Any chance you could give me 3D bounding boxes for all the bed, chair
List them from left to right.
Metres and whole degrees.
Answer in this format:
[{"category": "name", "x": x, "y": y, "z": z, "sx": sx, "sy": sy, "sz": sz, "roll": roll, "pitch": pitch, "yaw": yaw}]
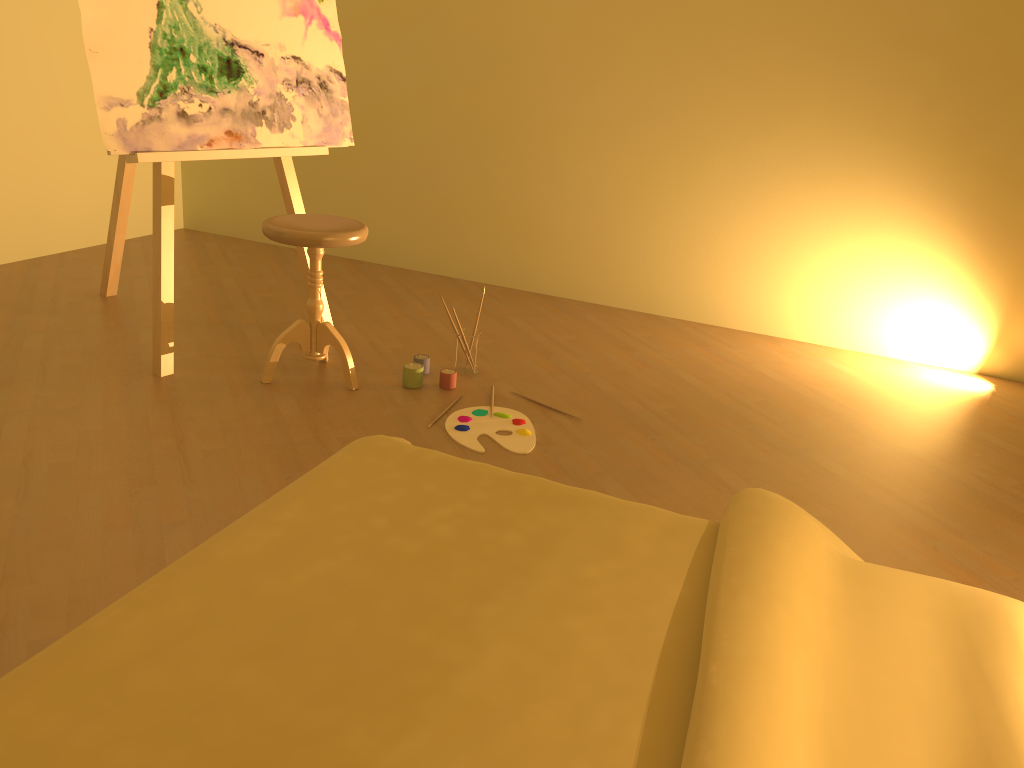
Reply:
[{"category": "chair", "x": -0.675, "y": -0.281, "z": 3.061, "sx": 0.364, "sy": 0.551, "sz": 0.348, "roll": 17, "pitch": 23, "yaw": 29}, {"category": "bed", "x": 0.545, "y": 0.445, "z": 0.924, "sx": 2.378, "sy": 0.894, "sz": 1.286, "roll": 12, "pitch": 22, "yaw": 19}]

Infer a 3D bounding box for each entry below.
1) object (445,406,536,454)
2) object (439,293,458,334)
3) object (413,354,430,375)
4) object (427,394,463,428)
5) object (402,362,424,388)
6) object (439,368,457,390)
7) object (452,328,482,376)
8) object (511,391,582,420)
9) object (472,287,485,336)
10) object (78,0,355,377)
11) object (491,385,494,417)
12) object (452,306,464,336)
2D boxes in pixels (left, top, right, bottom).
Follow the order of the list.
[{"category": "object", "x": -0.071, "y": 0.139, "z": 2.856, "sx": 0.288, "sy": 0.014, "sz": 0.366, "roll": 2, "pitch": 21, "yaw": -8}, {"category": "object", "x": -0.205, "y": -0.187, "z": 3.301, "sx": 0.159, "sy": 0.286, "sz": 0.010, "roll": 11, "pitch": 21, "yaw": 14}, {"category": "object", "x": -0.336, "y": -0.072, "z": 3.291, "sx": 0.060, "sy": 0.060, "sz": 0.060, "roll": 7, "pitch": 20, "yaw": 4}, {"category": "object", "x": -0.221, "y": 0.087, "z": 2.964, "sx": 0.010, "sy": 0.010, "sz": 0.325, "roll": 11, "pitch": 21, "yaw": 14}, {"category": "object", "x": -0.352, "y": -0.030, "z": 3.152, "sx": 0.073, "sy": 0.073, "sz": 0.073, "roll": 14, "pitch": 22, "yaw": 23}, {"category": "object", "x": -0.229, "y": -0.017, "z": 3.169, "sx": 0.060, "sy": 0.060, "sz": 0.060, "roll": 6, "pitch": 20, "yaw": 2}, {"category": "object", "x": -0.171, "y": -0.120, "z": 3.319, "sx": 0.106, "sy": 0.157, "sz": 0.106, "roll": 2, "pitch": 21, "yaw": -8}, {"category": "object", "x": 0.115, "y": 0.072, "z": 3.085, "sx": 0.325, "sy": 0.010, "sz": 0.010, "roll": 22, "pitch": 26, "yaw": 37}, {"category": "object", "x": -0.138, "y": -0.208, "z": 3.329, "sx": 0.069, "sy": 0.319, "sz": 0.010, "roll": -13, "pitch": 27, "yaw": -40}, {"category": "object", "x": -1.209, "y": -1.014, "z": 3.136, "sx": 1.132, "sy": 1.896, "sz": 0.972, "roll": 6, "pitch": 20, "yaw": 2}, {"category": "object", "x": -0.069, "y": 0.055, "z": 3.080, "sx": 0.010, "sy": 0.015, "sz": 0.325, "roll": 5, "pitch": 20, "yaw": -2}, {"category": "object", "x": -0.177, "y": -0.168, "z": 3.264, "sx": 0.010, "sy": 0.278, "sz": 0.172, "roll": 18, "pitch": 24, "yaw": 30}]
